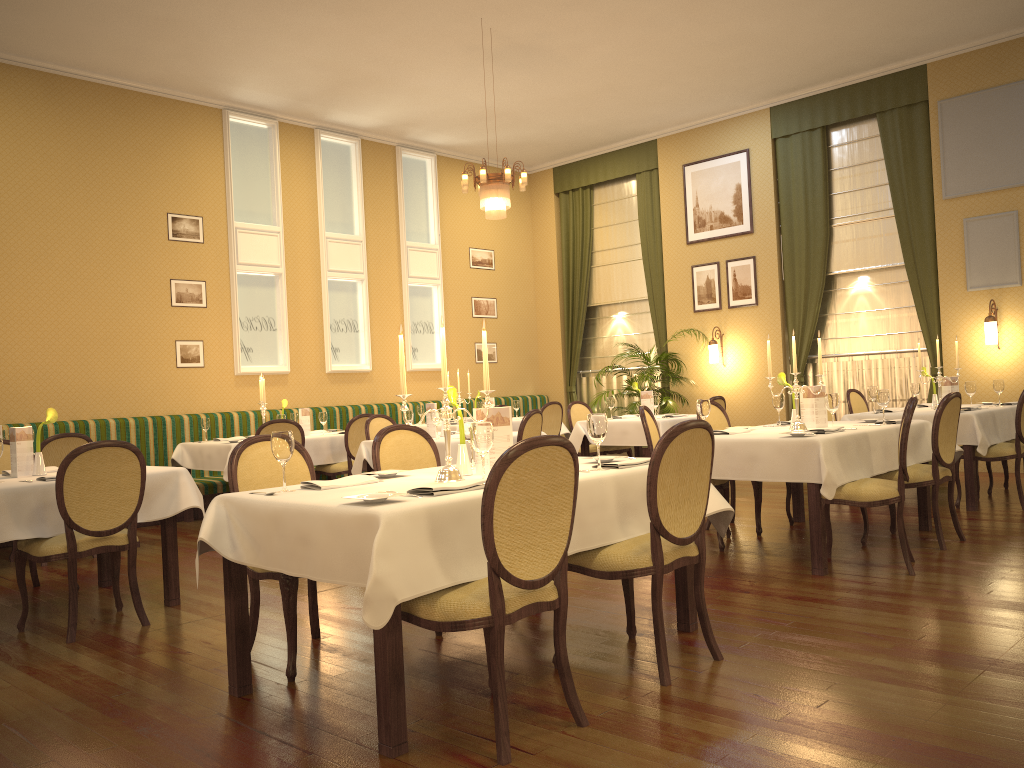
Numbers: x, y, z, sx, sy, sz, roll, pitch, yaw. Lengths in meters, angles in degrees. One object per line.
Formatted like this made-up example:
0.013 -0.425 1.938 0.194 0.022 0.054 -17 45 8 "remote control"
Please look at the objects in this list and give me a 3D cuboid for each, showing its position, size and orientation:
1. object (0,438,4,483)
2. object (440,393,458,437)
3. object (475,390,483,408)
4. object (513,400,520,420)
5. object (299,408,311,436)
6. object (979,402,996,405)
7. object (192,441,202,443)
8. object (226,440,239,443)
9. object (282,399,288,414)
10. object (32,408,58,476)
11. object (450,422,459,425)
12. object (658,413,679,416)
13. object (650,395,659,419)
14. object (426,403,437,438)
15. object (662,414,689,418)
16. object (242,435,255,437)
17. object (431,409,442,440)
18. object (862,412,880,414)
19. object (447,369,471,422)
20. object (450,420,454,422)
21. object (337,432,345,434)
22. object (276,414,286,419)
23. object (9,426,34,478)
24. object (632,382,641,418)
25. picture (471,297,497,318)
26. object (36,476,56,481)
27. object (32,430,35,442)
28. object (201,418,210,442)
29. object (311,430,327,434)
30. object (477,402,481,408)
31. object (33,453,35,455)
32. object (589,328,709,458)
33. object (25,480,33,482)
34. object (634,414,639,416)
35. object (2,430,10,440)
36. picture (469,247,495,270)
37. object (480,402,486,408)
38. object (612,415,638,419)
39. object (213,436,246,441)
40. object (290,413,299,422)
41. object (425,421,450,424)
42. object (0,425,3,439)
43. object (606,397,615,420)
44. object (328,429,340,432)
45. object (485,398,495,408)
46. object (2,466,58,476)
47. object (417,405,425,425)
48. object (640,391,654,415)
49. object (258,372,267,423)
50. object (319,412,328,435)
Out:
-2.672 0.395 4.577 0.088 0.229 0.088 -3 -1 2 "object"
-0.511 0.236 7.143 0.163 0.375 0.076 -3 -1 20 "object"
-0.423 0.264 10.811 0.076 0.375 0.163 -3 -1 30 "object"
0.054 0.311 10.645 0.088 0.229 0.088 -3 -1 2 "object"
-2.065 0.380 8.893 0.081 0.277 0.166 -3 -1 5 "object"
4.317 0.179 8.045 0.160 0.024 0.160 -3 -1 44 "object"
-2.999 0.552 8.453 0.038 0.015 0.181 -2 -1 -45 "object"
-2.515 0.520 8.015 0.160 0.024 0.160 -3 -1 44 "object"
-2.260 0.338 8.786 0.076 0.375 0.163 -3 -1 -25 "object"
-2.608 0.322 4.942 0.163 0.375 0.076 -3 -1 20 "object"
-0.654 0.444 9.969 0.160 0.024 0.160 -3 -1 44 "object"
1.627 0.324 9.209 0.160 0.024 0.160 -3 -1 44 "object"
1.391 0.227 8.613 0.088 0.229 0.088 -3 -1 2 "object"
-0.646 0.293 7.123 0.081 0.277 0.166 -3 -1 0 "object"
1.634 0.322 8.884 0.142 0.024 0.273 -3 -1 44 "object"
-2.601 0.533 8.911 0.160 0.024 0.160 -3 -1 44 "object"
-0.575 0.309 6.778 0.088 0.229 0.088 -3 -1 -4 "object"
2.980 0.244 7.397 0.038 0.015 0.181 -2 -1 -45 "object"
-0.627 0.135 10.545 0.131 0.655 0.390 -2 -1 -41 "object"
-0.741 0.457 10.865 0.160 0.024 0.160 -3 -1 44 "object"
-1.599 0.483 8.895 0.142 0.024 0.273 -3 -1 44 "object"
-2.182 0.404 8.397 0.088 0.229 0.088 -3 -1 2 "object"
-2.743 0.379 4.921 0.081 0.277 0.166 -3 -1 0 "object"
1.310 0.162 9.126 0.076 0.375 0.163 -3 -1 -25 "object"
-0.394 -1.099 12.788 0.008 0.294 0.504 -3 -1 44 "picture"
-2.311 0.482 4.626 0.142 0.024 0.273 -3 -1 44 "object"
-3.700 0.465 6.788 0.088 0.229 0.088 -3 -1 2 "object"
-2.940 0.443 8.514 0.088 0.229 0.088 -3 -1 2 "object"
-2.106 0.509 9.361 0.142 0.033 0.273 -3 -1 44 "object"
-0.400 0.339 11.175 0.088 0.229 0.088 -3 -1 2 "object"
-3.970 0.585 7.403 0.142 0.033 0.273 -3 -1 44 "object"
1.802 0.207 11.422 1.496 1.807 1.552 -3 -1 24 "object"
-2.490 0.495 4.534 0.185 0.010 0.017 -3 -1 44 "object"
1.341 0.340 9.502 0.160 0.024 0.160 -3 -1 44 "object"
-4.125 0.491 7.263 0.088 0.229 0.088 -3 -1 2 "object"
-0.430 -1.803 12.794 0.008 0.294 0.504 -3 -1 44 "picture"
-0.321 0.328 10.351 0.088 0.229 0.088 -3 -1 2 "object"
1.177 0.344 9.286 0.142 0.033 0.273 -3 -1 44 "object"
-2.748 0.535 8.633 0.142 0.033 0.273 -3 -1 44 "object"
-2.261 0.415 9.221 0.088 0.229 0.088 -3 -1 -4 "object"
-0.887 0.459 10.587 0.142 0.033 0.273 -3 -1 44 "object"
-4.025 0.460 6.834 0.166 0.277 0.081 -3 -1 15 "object"
1.022 0.250 9.146 0.088 0.229 0.088 -3 -1 2 "object"
-1.942 0.505 9.576 0.160 0.024 0.160 -3 -1 44 "object"
-0.284 0.307 10.781 0.081 0.277 0.166 -3 -1 -30 "object"
-2.780 0.506 5.132 0.142 0.033 0.273 -3 -1 44 "object"
-1.079 0.367 10.468 0.088 0.229 0.088 -3 -1 2 "object"
1.332 0.210 8.906 0.081 0.277 0.166 -2 -1 -40 "object"
-2.428 0.209 8.643 0.131 0.655 0.390 -3 -1 -32 "object"
-1.860 0.391 8.749 0.088 0.229 0.088 -3 -1 2 "object"
